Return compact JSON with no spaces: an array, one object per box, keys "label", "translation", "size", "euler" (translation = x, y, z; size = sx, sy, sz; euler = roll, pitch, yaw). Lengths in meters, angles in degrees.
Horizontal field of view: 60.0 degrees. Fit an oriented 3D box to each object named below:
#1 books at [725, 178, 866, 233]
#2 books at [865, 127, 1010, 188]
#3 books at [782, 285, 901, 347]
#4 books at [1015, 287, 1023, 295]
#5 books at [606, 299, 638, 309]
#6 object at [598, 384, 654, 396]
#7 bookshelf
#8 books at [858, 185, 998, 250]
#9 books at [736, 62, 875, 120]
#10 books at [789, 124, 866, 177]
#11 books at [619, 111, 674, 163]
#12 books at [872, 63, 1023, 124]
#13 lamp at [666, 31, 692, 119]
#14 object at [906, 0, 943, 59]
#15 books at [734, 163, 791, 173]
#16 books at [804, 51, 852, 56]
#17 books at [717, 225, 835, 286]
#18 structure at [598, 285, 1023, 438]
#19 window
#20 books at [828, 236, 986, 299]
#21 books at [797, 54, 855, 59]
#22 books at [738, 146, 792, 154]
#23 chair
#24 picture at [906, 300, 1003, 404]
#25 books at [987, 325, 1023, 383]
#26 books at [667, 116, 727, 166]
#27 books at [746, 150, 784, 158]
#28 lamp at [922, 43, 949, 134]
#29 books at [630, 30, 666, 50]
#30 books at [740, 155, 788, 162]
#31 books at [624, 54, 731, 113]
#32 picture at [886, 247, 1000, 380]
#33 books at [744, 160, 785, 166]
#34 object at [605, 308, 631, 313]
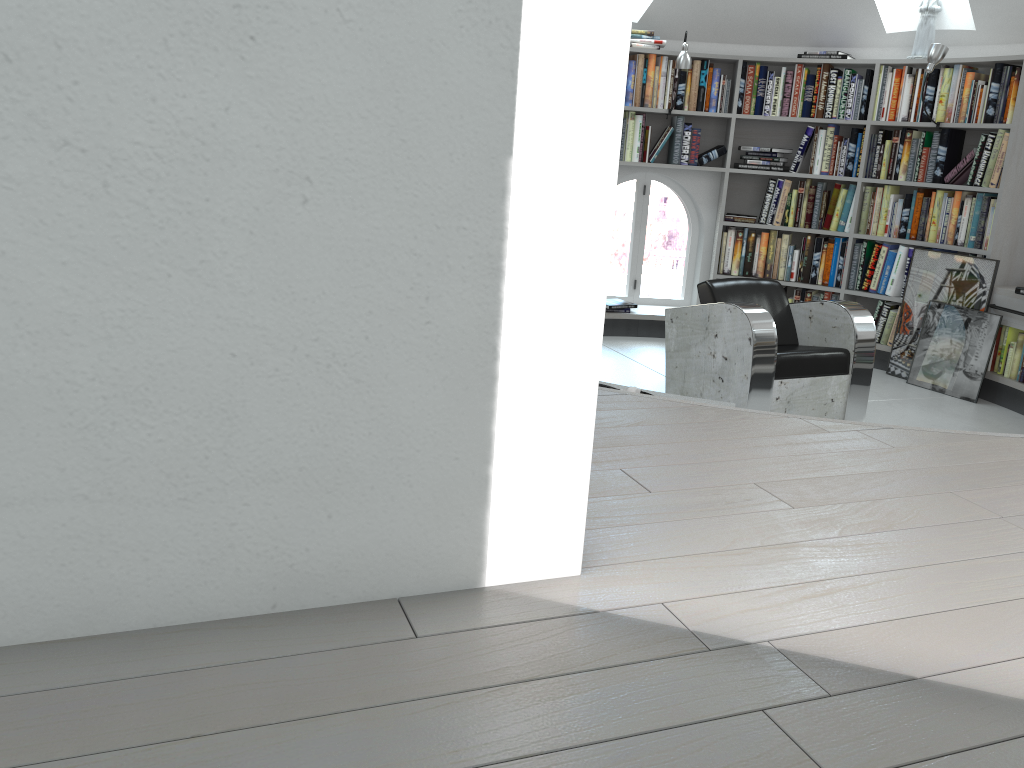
[{"label":"books","translation":[2.054,-1.311,6.407],"size":[0.975,0.350,0.253],"euler":[9,15,20]},{"label":"books","translation":[2.815,-1.482,5.777],"size":[0.280,0.356,1.058],"euler":[-6,18,-35]},{"label":"books","translation":[2.167,-0.549,6.469],"size":[1.501,0.309,0.361],"euler":[13,17,29]},{"label":"books","translation":[3.172,-0.502,5.060],"size":[0.365,0.042,0.390],"euler":[-2,16,-21]},{"label":"books","translation":[0.772,-0.610,6.747],"size":[0.269,0.029,0.254],"euler":[-5,18,-30]},{"label":"object","translation":[0.362,0.060,2.946],"size":[0.474,0.081,0.219],"euler":[13,17,30]},{"label":"bookshelf","translation":[0.878,-1.236,5.673],"size":[4.334,1.868,2.123],"euler":[-2,16,-21]},{"label":"books","translation":[2.798,-1.111,5.866],"size":[0.276,0.345,1.026],"euler":[-6,18,-35]},{"label":"books","translation":[2.048,-2.065,6.264],"size":[0.971,0.365,0.307],"euler":[10,15,21]},{"label":"books","translation":[2.271,-1.653,6.274],"size":[0.554,0.348,0.257],"euler":[11,16,24]},{"label":"books","translation":[0.103,-1.687,5.883],"size":[2.534,0.368,0.593],"euler":[-9,19,-40]},{"label":"books","translation":[2.835,-1.856,5.697],"size":[0.293,0.360,1.019],"euler":[-7,19,-38]},{"label":"lamp","translation":[1.124,-2.122,6.109],"size":[0.113,0.563,0.360],"euler":[0,14,-15]},{"label":"object","translation":[2.698,-2.345,5.761],"size":[0.179,0.469,0.180],"euler":[1,14,-12]},{"label":"books","translation":[1.842,-1.588,6.504],"size":[0.388,0.042,0.367],"euler":[9,16,17]},{"label":"books","translation":[2.211,-2.302,6.208],"size":[0.248,0.027,0.234],"euler":[16,20,39]},{"label":"books","translation":[1.953,-0.958,6.535],"size":[0.873,0.348,0.273],"euler":[9,15,19]},{"label":"structure","translation":[1.318,-0.128,4.607],"size":[4.717,0.688,4.734],"euler":[10,16,22]},{"label":"window","translation":[0.066,-1.040,6.356],"size":[3.235,1.143,0.620],"euler":[-7,17,-35]},{"label":"books","translation":[2.720,-0.759,5.998],"size":[0.304,0.356,1.190],"euler":[-8,19,-39]},{"label":"books","translation":[2.210,-2.275,6.215],"size":[0.337,0.036,0.318],"euler":[13,17,30]},{"label":"books","translation":[1.851,-1.710,6.474],"size":[0.270,0.031,0.287],"euler":[-9,20,-40]},{"label":"chair","translation":[1.346,-0.164,4.726],"size":[0.823,0.714,0.746],"euler":[-3,16,-26]},{"label":"picture","translation":[2.764,-0.208,5.562],"size":[0.107,0.551,0.492],"euler":[-4,16,-30]},{"label":"books","translation":[3.119,-0.106,5.073],"size":[0.272,0.296,1.155],"euler":[2,15,-7]},{"label":"books","translation":[1.367,-1.765,6.479],"size":[0.399,0.338,0.226],"euler":[3,14,-2]},{"label":"books","translation":[1.849,-1.679,6.482],"size":[0.227,0.036,0.214],"euler":[12,17,27]},{"label":"lamp","translation":[2.674,-1.843,5.546],"size":[0.275,0.522,0.113],"euler":[-4,16,-30]},{"label":"books","translation":[-0.006,-2.293,5.450],"size":[0.750,0.172,2.823],"euler":[15,19,37]},{"label":"books","translation":[1.846,-1.649,6.489],"size":[0.286,0.031,0.270],"euler":[12,17,27]},{"label":"books","translation":[0.823,-2.152,6.280],"size":[1.566,0.364,0.396],"euler":[0,15,-16]},{"label":"picture","translation":[2.752,-0.412,5.702],"size":[0.090,0.857,0.582],"euler":[-4,16,-31]},{"label":"books","translation":[1.845,-1.620,6.496],"size":[0.286,0.031,0.271],"euler":[7,15,13]},{"label":"object","translation":[0.769,-0.580,6.754],"size":[0.226,0.036,0.215],"euler":[3,15,-5]}]
